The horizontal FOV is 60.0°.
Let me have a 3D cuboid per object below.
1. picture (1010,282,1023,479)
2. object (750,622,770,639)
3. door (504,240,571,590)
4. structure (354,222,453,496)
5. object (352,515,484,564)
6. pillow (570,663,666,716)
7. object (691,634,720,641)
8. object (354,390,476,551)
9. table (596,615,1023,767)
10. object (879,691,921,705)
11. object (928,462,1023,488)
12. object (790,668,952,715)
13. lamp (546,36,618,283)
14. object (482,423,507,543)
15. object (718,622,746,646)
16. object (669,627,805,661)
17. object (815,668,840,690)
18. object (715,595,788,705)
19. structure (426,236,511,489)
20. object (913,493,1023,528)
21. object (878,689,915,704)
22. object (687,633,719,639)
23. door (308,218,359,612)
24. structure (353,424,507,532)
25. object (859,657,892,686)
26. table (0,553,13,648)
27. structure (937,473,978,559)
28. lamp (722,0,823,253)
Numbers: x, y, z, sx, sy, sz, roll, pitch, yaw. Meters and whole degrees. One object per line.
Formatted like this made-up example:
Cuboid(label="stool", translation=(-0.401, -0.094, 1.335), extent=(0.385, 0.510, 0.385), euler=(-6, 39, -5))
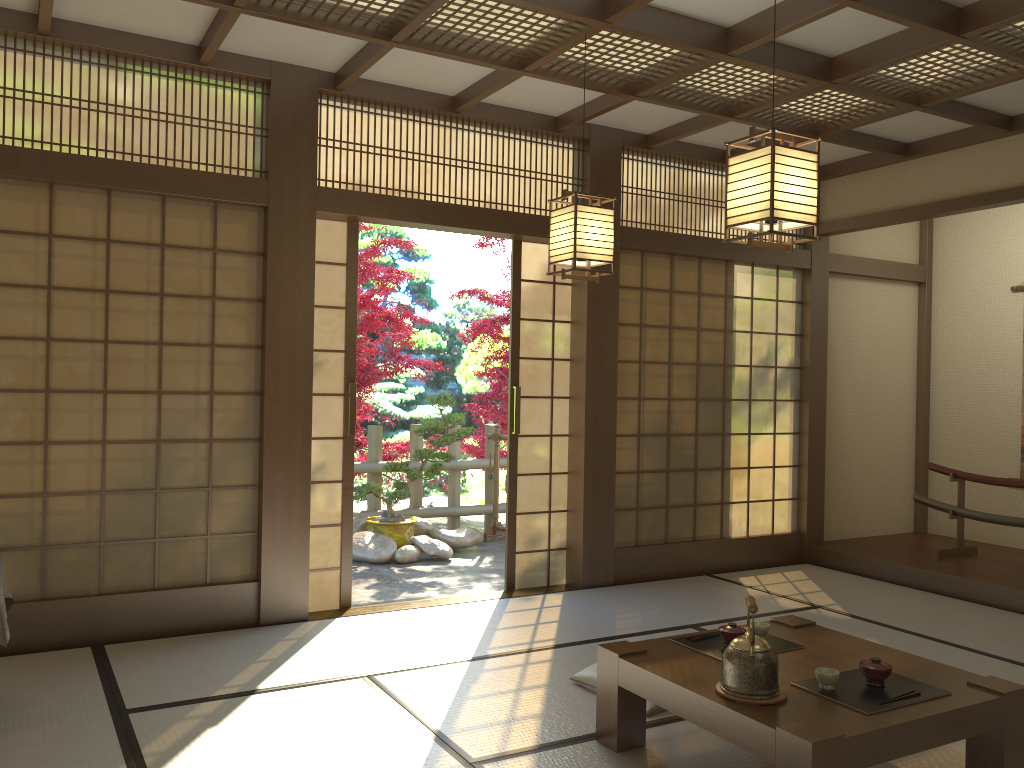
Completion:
Cuboid(label="picture", translation=(4.060, -0.103, 6.394), extent=(0.038, 1.725, 0.952), euler=(1, 0, -30))
Cuboid(label="object", translation=(0.947, 0.945, 3.388), extent=(0.074, 0.052, 0.073), euler=(1, 0, 14))
Cuboid(label="door", translation=(0.814, 0.225, 6.106), extent=(1.894, 2.380, 0.073), euler=(1, 0, -30))
Cuboid(label="structure", translation=(-2.246, -0.489, 8.313), extent=(3.412, 4.004, 3.045), euler=(1, 0, 3))
Cuboid(label="object", translation=(-0.871, 1.270, 7.412), extent=(1.260, 0.276, 1.147), euler=(1, 0, -34))
Cuboid(label="pillow", translation=(0.585, 1.275, 3.820), extent=(0.496, 0.107, 0.486), euler=(1, 0, -36))
Cuboid(label="object", translation=(0.758, 0.963, 3.388), extent=(0.200, 0.008, 0.008), euler=(1, 0, -33))
Cuboid(label="object", translation=(-0.818, 0.719, 7.452), extent=(1.032, 1.362, 0.586), euler=(1, 0, -3))
Cuboid(label="table", translation=(0.991, 1.143, 3.062), extent=(1.000, 0.350, 1.000), euler=(1, 0, -30))
Cuboid(label="object", translation=(1.200, 0.971, 2.742), extent=(0.200, 0.008, 0.008), euler=(1, 0, -32))
Cuboid(label="object", translation=(3.364, 0.638, 6.006), extent=(0.086, 0.121, 1.186), euler=(1, 0, -28))
Cuboid(label="object", translation=(1.151, 0.978, 2.849), extent=(0.400, 0.007, 0.300), euler=(1, 0, -30))
Cuboid(label="lamp", translation=(0.327, -1.037, 4.069), extent=(0.240, 1.129, 0.240), euler=(1, 0, -30))
Cuboid(label="object", translation=(0.171, 0.889, 7.821), extent=(1.045, 1.061, 0.368), euler=(1, 0, 39))
Cuboid(label="object", translation=(0.814, 0.925, 3.277), extent=(0.100, 0.080, 0.100), euler=(1, 0, -30))
Cuboid(label="object", translation=(0.841, 0.972, 3.325), extent=(0.400, 0.007, 0.300), euler=(1, 0, -30))
Cuboid(label="object", translation=(1.009, 0.945, 2.840), extent=(0.074, 0.052, 0.073), euler=(1, 0, 14))
Cuboid(label="object", translation=(0.753, 0.825, 2.792), extent=(0.219, 0.296, 0.226), euler=(1, 0, -35))
Cuboid(label="structure", translation=(0.821, -0.425, 10.149), extent=(3.045, 4.004, 3.412), euler=(1, 0, -27))
Cuboid(label="object", translation=(3.349, 0.890, 6.028), extent=(0.100, 0.144, 1.369), euler=(1, 0, -28))
Cuboid(label="object", translation=(1.195, 0.971, 2.755), extent=(0.200, 0.008, 0.008), euler=(1, 0, -36))
Cuboid(label="object", translation=(0.750, 0.963, 3.404), extent=(0.200, 0.008, 0.008), euler=(1, 0, -29))
Cuboid(label="door", translation=(-1.727, 0.172, 4.663), extent=(1.894, 2.380, 0.073), euler=(1, 0, -30))
Cuboid(label="structure", translation=(-1.174, 0.923, 7.981), extent=(7.456, 1.136, 0.245), euler=(1, 0, -30))
Cuboid(label="object", translation=(1.180, 0.932, 2.879), extent=(0.100, 0.080, 0.100), euler=(1, 0, -30))
Cuboid(label="table", translation=(-2.171, 0.958, 3.216), extent=(0.633, 0.595, 0.629), euler=(1, 0, -30))
Cuboid(label="structure", translation=(3.375, 0.939, 6.066), extent=(0.446, 0.604, 0.712), euler=(1, 0, -30))
Cuboid(label="lamp", translation=(0.902, -1.027, 3.056), extent=(0.240, 1.129, 0.240), euler=(1, 0, -30))
